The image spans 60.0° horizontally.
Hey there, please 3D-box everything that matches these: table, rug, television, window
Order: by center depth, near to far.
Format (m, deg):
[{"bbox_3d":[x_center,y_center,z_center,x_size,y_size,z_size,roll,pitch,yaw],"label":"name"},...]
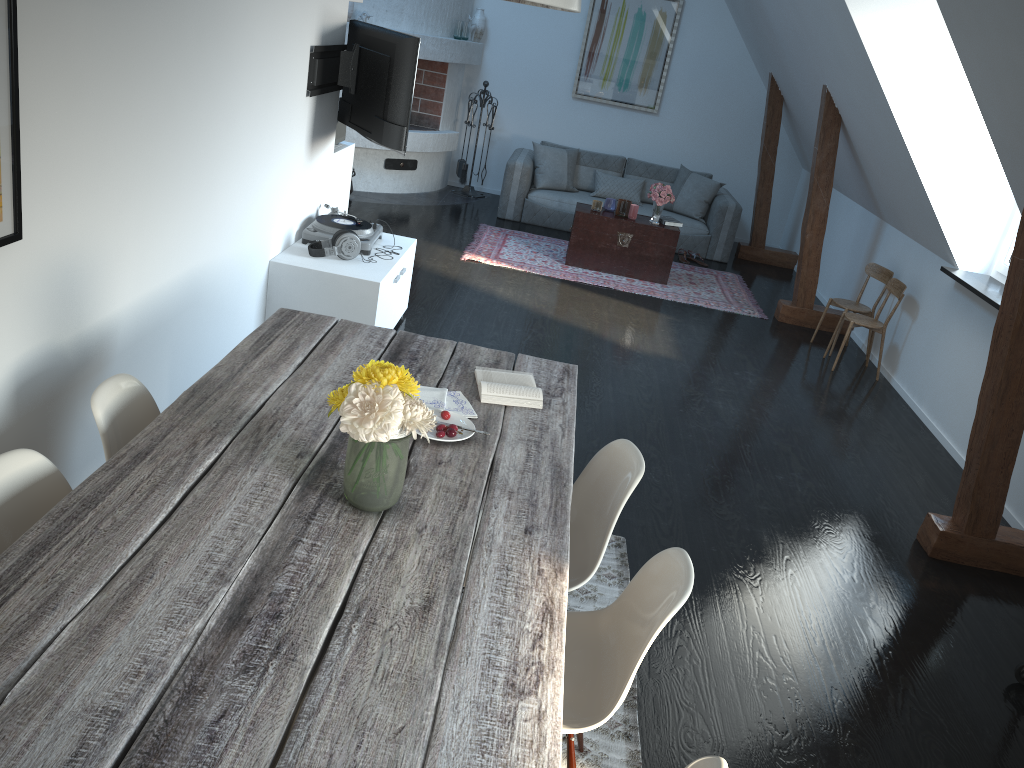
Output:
[{"bbox_3d":[-0.479,0.611,2.348,1.141,0.788,2.421,11,22,1],"label":"table"},{"bbox_3d":[-0.559,0.952,2.512,1.898,0.022,2.677,11,22,1],"label":"rug"},{"bbox_3d":[0.386,-2.276,2.616,5.959,4.249,8.018,11,22,1],"label":"window"},{"bbox_3d":[-1.019,-1.758,5.133,0.537,0.652,1.005,-3,26,-31],"label":"television"},{"bbox_3d":[0.978,-1.260,7.934,0.962,0.492,0.471,11,22,1],"label":"table"},{"bbox_3d":[0.909,-1.056,8.045,2.647,0.029,1.512,11,22,1],"label":"rug"}]

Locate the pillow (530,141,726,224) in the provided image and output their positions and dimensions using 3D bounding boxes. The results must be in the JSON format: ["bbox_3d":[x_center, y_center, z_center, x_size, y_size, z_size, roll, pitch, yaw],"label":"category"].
[{"bbox_3d":[1.187,-2.136,9.316,2.075,0.515,0.444,11,22,1],"label":"pillow"}]

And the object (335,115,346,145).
[{"bbox_3d":[-1.355,-1.691,5.805,0.435,0.211,0.496,11,22,0],"label":"object"}]

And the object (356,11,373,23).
[{"bbox_3d":[-1.403,-3.482,8.427,0.161,0.114,0.064,12,22,3],"label":"object"}]

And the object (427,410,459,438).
[{"bbox_3d":[-0.221,0.117,2.566,0.132,0.034,0.144,0,25,-25],"label":"object"}]

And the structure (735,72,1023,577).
[{"bbox_3d":[2.392,0.053,3.527,1.023,1.963,12.350,11,22,1],"label":"structure"}]

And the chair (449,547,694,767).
[{"bbox_3d":[0.097,0.749,2.270,0.542,0.801,0.465,12,22,2],"label":"chair"}]

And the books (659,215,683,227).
[{"bbox_3d":[1.392,-1.456,7.916,0.179,0.034,0.243,3,24,-20],"label":"books"}]

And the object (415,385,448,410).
[{"bbox_3d":[-0.294,0.036,2.764,0.182,0.016,0.179,9,22,-4],"label":"object"}]

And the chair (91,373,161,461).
[{"bbox_3d":[-0.937,0.406,2.610,0.542,0.801,0.465,10,22,-3],"label":"chair"}]

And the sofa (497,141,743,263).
[{"bbox_3d":[1.144,-2.015,9.473,2.458,0.770,1.107,11,22,1],"label":"sofa"}]

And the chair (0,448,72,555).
[{"bbox_3d":[-0.993,0.601,2.114,0.542,0.801,0.465,14,22,6],"label":"chair"}]

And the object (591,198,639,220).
[{"bbox_3d":[0.923,-1.577,7.853,0.413,0.138,0.215,16,23,11],"label":"object"}]

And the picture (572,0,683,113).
[{"bbox_3d":[1.237,-3.631,9.598,0.965,1.185,0.025,11,22,1],"label":"picture"}]

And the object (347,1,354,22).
[{"bbox_3d":[-1.571,-3.534,8.352,0.158,0.274,0.158,28,28,36],"label":"object"}]

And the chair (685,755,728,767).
[{"bbox_3d":[0.045,0.961,1.735,0.542,0.801,0.465,22,25,25],"label":"chair"}]

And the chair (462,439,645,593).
[{"bbox_3d":[0.052,0.540,2.753,0.542,0.801,0.465,6,23,-12],"label":"chair"}]

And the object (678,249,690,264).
[{"bbox_3d":[1.716,-1.279,8.860,0.101,0.090,0.277,7,23,-10],"label":"object"}]

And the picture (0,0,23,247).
[{"bbox_3d":[-1.280,-0.786,1.837,0.036,1.181,0.808,11,22,1],"label":"picture"}]

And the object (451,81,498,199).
[{"bbox_3d":[-0.385,-2.706,9.798,0.376,1.245,0.376,4,23,-18],"label":"object"}]

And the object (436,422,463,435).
[{"bbox_3d":[-0.192,0.126,2.580,0.110,0.011,0.058,13,22,4],"label":"object"}]

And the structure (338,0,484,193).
[{"bbox_3d":[-1.701,-4.678,9.365,3.058,4.752,3.049,15,22,9],"label":"structure"}]

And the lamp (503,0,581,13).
[{"bbox_3d":[0.019,-2.079,1.214,0.757,2.813,0.697,-6,28,-36],"label":"lamp"}]

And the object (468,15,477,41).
[{"bbox_3d":[-0.428,-3.768,9.388,0.081,0.258,0.150,26,26,31],"label":"object"}]

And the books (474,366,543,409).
[{"bbox_3d":[-0.012,0.002,2.950,0.202,0.042,0.251,7,23,-10],"label":"books"}]

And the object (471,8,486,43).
[{"bbox_3d":[-0.369,-3.846,9.546,0.165,0.368,0.165,0,25,-25],"label":"object"}]

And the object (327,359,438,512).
[{"bbox_3d":[-0.316,0.121,2.085,0.233,0.365,0.293,0,25,-26],"label":"object"}]

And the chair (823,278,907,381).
[{"bbox_3d":[2.551,-0.429,6.403,0.342,0.696,0.329,12,22,2],"label":"chair"}]

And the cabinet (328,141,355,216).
[{"bbox_3d":[-1.624,-1.232,6.074,0.869,0.921,0.638,11,22,1],"label":"cabinet"}]

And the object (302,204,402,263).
[{"bbox_3d":[-0.931,-0.878,5.216,0.558,0.162,0.742,10,22,-2],"label":"object"}]

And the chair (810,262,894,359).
[{"bbox_3d":[2.604,-0.574,6.777,0.342,0.696,0.329,5,23,-15],"label":"chair"}]

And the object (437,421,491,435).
[{"bbox_3d":[-0.153,0.125,2.581,0.194,0.022,0.019,17,23,15],"label":"object"}]

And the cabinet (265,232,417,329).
[{"bbox_3d":[-0.986,-0.563,5.311,0.623,0.507,1.069,11,22,1],"label":"cabinet"}]

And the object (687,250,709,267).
[{"bbox_3d":[1.873,-1.261,8.889,0.101,0.090,0.277,-8,29,-39],"label":"object"}]

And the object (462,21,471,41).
[{"bbox_3d":[-0.489,-3.689,9.268,0.092,0.180,0.092,20,24,22],"label":"object"}]

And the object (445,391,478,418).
[{"bbox_3d":[-0.214,0.060,2.749,0.182,0.014,0.185,1,24,-23],"label":"object"}]

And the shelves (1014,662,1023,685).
[{"bbox_3d":[2.129,0.958,2.818,0.438,0.732,0.803,10,22,-3],"label":"shelves"}]

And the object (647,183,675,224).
[{"bbox_3d":[1.288,-1.593,7.779,0.234,0.351,0.235,-6,28,-36],"label":"object"}]

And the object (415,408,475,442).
[{"bbox_3d":[-0.209,0.126,2.580,0.205,0.024,0.205,8,22,-7],"label":"object"}]

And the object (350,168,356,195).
[{"bbox_3d":[-1.752,-2.029,8.758,0.384,0.313,0.384,22,25,25],"label":"object"}]

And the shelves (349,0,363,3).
[{"bbox_3d":[-1.759,-2.531,5.470,1.604,0.038,0.478,11,22,1],"label":"shelves"}]

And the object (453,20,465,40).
[{"bbox_3d":[-0.547,-3.641,9.125,0.092,0.180,0.092,23,25,26],"label":"object"}]
